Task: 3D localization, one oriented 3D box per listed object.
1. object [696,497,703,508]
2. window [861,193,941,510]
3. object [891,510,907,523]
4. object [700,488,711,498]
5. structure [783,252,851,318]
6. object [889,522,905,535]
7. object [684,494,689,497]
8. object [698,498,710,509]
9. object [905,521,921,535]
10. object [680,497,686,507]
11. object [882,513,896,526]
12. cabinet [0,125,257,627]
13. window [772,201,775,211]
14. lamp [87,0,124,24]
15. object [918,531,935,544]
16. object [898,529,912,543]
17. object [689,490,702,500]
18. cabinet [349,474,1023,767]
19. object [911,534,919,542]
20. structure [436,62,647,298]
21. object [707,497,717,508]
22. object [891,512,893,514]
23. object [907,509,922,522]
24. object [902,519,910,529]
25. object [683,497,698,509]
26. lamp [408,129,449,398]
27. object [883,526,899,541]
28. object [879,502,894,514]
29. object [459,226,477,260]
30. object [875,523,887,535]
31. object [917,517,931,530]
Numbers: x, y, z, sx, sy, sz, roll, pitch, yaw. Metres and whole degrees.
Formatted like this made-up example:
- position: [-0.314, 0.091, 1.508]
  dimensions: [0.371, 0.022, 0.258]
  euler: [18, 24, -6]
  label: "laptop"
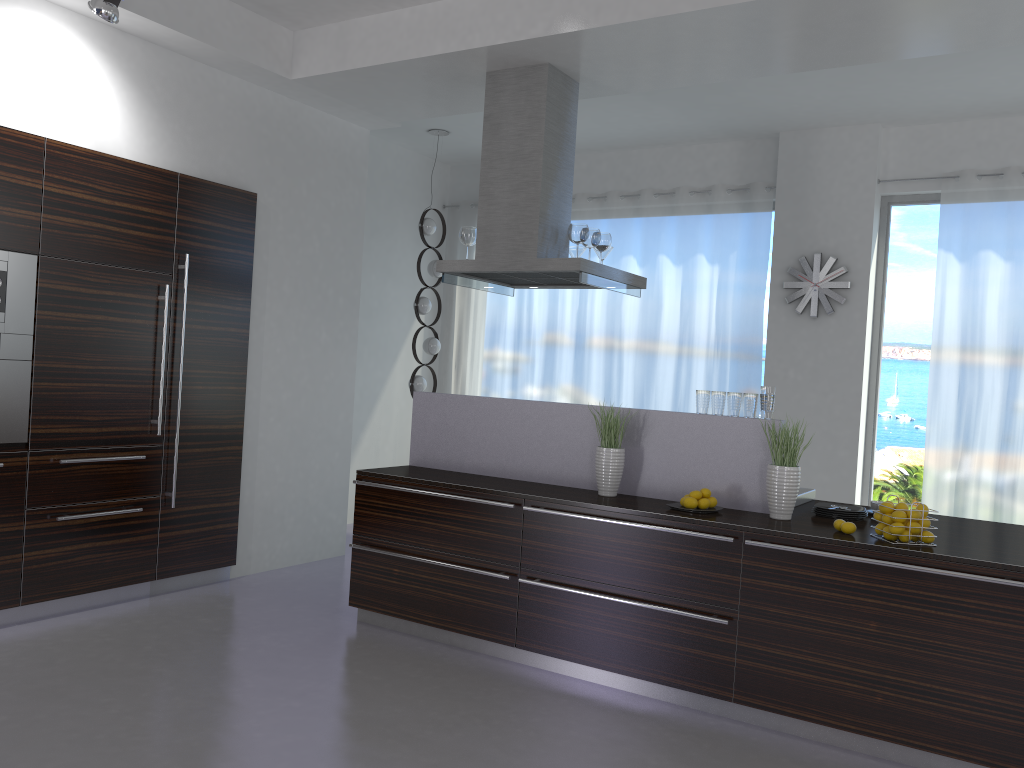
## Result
- position: [0.891, 0.561, 4.211]
  dimensions: [0.057, 0.060, 0.071]
  euler: [4, 1, 33]
  label: "object"
- position: [4.101, -0.129, 6.181]
  dimensions: [3.000, 2.500, 0.100]
  euler: [4, 1, 32]
  label: "window"
- position: [1.578, 0.541, 3.617]
  dimensions: [0.061, 0.052, 0.053]
  euler: [4, 1, 45]
  label: "object"
- position: [0.915, 0.517, 4.197]
  dimensions: [0.053, 0.048, 0.063]
  euler: [3, 1, -2]
  label: "object"
- position: [2.359, -0.767, 6.877]
  dimensions: [0.505, 0.505, 0.076]
  euler: [4, 1, 32]
  label: "structure"
- position: [1.560, 0.587, 3.595]
  dimensions: [0.061, 0.054, 0.052]
  euler: [4, 1, 9]
  label: "object"
- position: [0.850, 0.557, 4.253]
  dimensions: [0.052, 0.054, 0.061]
  euler: [3, 1, -11]
  label: "object"
- position: [0.898, 0.561, 4.153]
  dimensions: [0.061, 0.054, 0.052]
  euler: [4, 1, 9]
  label: "object"
- position: [1.630, 0.584, 3.602]
  dimensions: [0.061, 0.055, 0.051]
  euler: [4, 1, 11]
  label: "object"
- position: [0.827, 0.560, 4.202]
  dimensions: [0.063, 0.051, 0.053]
  euler: [4, 1, 36]
  label: "object"
- position: [1.563, 0.562, 3.668]
  dimensions: [0.062, 0.053, 0.052]
  euler: [4, 1, 4]
  label: "object"
- position: [-2.899, -0.033, 4.333]
  dimensions: [0.669, 2.500, 3.600]
  euler: [4, 1, 32]
  label: "cabinet"
- position: [0.919, -0.348, 8.154]
  dimensions: [3.000, 2.500, 0.100]
  euler: [4, 1, 32]
  label: "window"
- position: [-1.816, -1.962, 4.016]
  dimensions: [0.171, 0.511, 0.605]
  euler: [3, 1, -26]
  label: "lamp"
- position: [1.685, 0.623, 3.606]
  dimensions: [0.062, 0.052, 0.053]
  euler: [3, 1, -19]
  label: "object"
- position: [1.599, 0.617, 3.604]
  dimensions: [0.051, 0.053, 0.063]
  euler: [4, 1, 40]
  label: "object"
- position: [0.865, 0.524, 4.179]
  dimensions: [0.061, 0.047, 0.053]
  euler: [4, 1, 35]
  label: "object"
- position: [0.834, 1.017, 4.638]
  dimensions: [3.285, 0.852, 1.377]
  euler: [4, 1, 32]
  label: "cabinet"
- position: [1.658, 0.622, 3.659]
  dimensions: [0.061, 0.055, 0.050]
  euler: [3, 1, -13]
  label: "object"
- position: [0.230, -1.194, 5.485]
  dimensions: [0.981, 1.231, 0.915]
  euler: [4, 1, 32]
  label: "structure"
- position: [0.941, 0.559, 4.192]
  dimensions: [0.063, 0.053, 0.051]
  euler: [3, 1, -18]
  label: "object"
- position: [1.604, 0.560, 3.706]
  dimensions: [0.064, 0.053, 0.051]
  euler: [4, 1, 35]
  label: "object"
- position: [1.636, 0.534, 3.607]
  dimensions: [0.051, 0.053, 0.063]
  euler: [4, 1, 45]
  label: "object"
- position: [1.620, 0.579, 3.631]
  dimensions: [0.051, 0.053, 0.062]
  euler: [4, 1, 40]
  label: "object"
- position: [0.834, 0.557, 4.143]
  dimensions: [0.070, 0.058, 0.060]
  euler: [4, 1, 31]
  label: "object"
- position: [-0.710, -1.008, 7.725]
  dimensions: [0.180, 2.370, 0.367]
  euler: [4, 1, 25]
  label: "lamp"
- position: [1.564, 0.613, 3.651]
  dimensions: [0.074, 0.063, 0.064]
  euler: [3, 1, -38]
  label: "object"
- position: [1.557, 0.516, 3.687]
  dimensions: [0.053, 0.051, 0.063]
  euler: [3, 1, -11]
  label: "object"
- position: [-0.269, -0.848, 5.438]
  dimensions: [0.125, 0.221, 0.125]
  euler: [3, 1, -33]
  label: "object"
- position: [1.550, 0.606, 3.710]
  dimensions: [0.060, 0.057, 0.052]
  euler: [4, 1, 34]
  label: "object"
- position: [1.683, 0.572, 3.631]
  dimensions: [0.061, 0.054, 0.053]
  euler: [3, 1, -12]
  label: "object"
